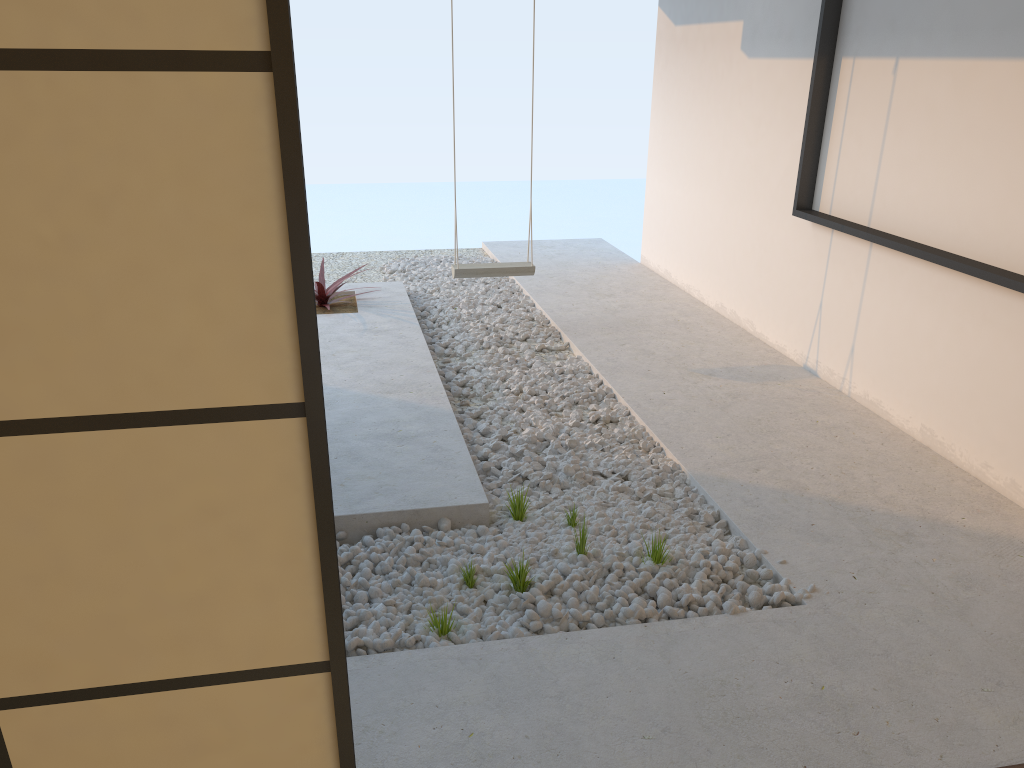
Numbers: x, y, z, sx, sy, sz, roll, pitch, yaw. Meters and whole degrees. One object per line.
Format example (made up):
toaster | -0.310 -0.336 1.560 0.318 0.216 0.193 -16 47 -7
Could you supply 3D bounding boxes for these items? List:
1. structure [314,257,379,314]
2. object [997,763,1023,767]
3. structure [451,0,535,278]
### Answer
structure | -1.409 -0.558 5.450 1.202 0.302 0.722 -4 21 -11
object | 0.862 0.934 1.709 0.702 0.104 0.338 -4 21 -11
structure | -0.099 -1.495 4.640 0.461 1.934 0.124 -4 24 -10
